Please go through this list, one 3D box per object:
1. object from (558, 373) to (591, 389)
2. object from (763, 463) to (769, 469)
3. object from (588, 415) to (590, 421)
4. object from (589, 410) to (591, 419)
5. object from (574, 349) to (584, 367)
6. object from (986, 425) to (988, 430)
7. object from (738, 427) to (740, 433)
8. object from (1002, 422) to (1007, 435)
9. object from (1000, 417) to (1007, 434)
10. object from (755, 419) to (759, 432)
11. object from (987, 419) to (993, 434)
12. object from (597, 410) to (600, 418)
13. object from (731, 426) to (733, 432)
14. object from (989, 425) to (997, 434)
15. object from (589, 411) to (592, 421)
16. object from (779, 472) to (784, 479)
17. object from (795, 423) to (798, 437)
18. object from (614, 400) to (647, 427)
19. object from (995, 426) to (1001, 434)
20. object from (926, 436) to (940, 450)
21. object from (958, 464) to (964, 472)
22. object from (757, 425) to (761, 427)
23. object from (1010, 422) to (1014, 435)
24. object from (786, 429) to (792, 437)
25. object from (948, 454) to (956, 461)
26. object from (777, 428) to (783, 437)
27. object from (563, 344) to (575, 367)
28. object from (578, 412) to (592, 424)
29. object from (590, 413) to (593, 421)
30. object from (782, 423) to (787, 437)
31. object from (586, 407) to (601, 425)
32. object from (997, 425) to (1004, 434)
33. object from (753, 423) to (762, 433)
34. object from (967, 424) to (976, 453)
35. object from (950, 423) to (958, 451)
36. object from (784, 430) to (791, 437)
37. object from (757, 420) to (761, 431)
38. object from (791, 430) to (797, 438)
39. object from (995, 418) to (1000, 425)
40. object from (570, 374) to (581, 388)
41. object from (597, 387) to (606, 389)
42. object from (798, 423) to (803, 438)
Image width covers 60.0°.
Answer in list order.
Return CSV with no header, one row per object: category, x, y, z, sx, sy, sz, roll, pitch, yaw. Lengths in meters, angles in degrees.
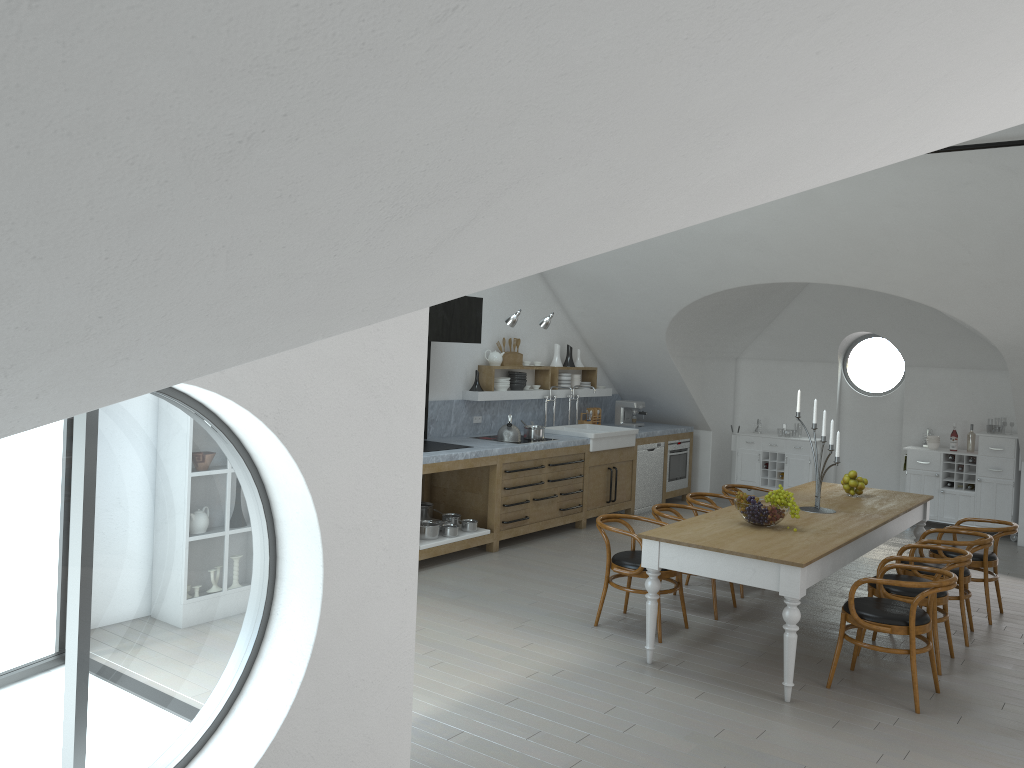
object,0.735,-0.036,10.681,0.198,0.196,0.657,4,3,36
object,3.288,1.050,11.367,0.082,0.085,0.317,4,3,37
object,0.941,0.432,10.871,0.019,0.178,0.044,3,1,1
object,0.951,0.422,10.896,0.023,0.196,0.018,3,1,31
object,0.812,-0.318,10.807,0.156,0.218,0.156,3,1,18
object,5.482,0.518,10.137,0.094,0.093,0.093,2,2,-21
object,2.956,0.676,11.613,0.029,0.268,0.088,2,1,-27
object,5.556,0.500,9.993,0.046,0.143,0.046,2,1,-42
object,5.617,0.477,10.138,0.063,0.187,0.063,3,1,23
object,3.240,0.548,11.715,0.039,0.175,0.054,3,1,36
object,5.436,0.481,10.078,0.048,0.169,0.048,2,1,-21
object,1.072,0.417,11.066,0.040,0.192,0.042,2,1,-3
object,2.912,0.673,11.645,0.088,0.268,0.029,3,1,10
object,5.420,0.515,9.998,0.082,0.105,0.082,2,1,-15
object,0.966,0.420,10.885,0.040,0.192,0.042,2,1,-17
object,3.465,1.164,11.280,0.082,0.083,0.317,4,3,36
object,3.627,0.593,11.305,0.054,0.179,0.054,3,1,14
object,1.549,0.380,11.241,0.387,0.320,0.324,4,2,36
object,5.491,0.526,10.046,0.077,0.085,0.077,4,2,44
object,4.958,0.689,10.436,0.158,0.160,0.154,2,2,-25
object,5.210,0.968,10.245,0.085,0.085,0.331,4,3,36
object,3.250,0.564,11.710,0.097,0.137,0.029,4,1,40
object,5.627,0.504,9.980,0.046,0.143,0.046,2,1,-42
object,3.557,0.632,11.341,0.094,0.093,0.093,3,2,24
object,5.130,0.851,10.298,0.093,0.094,0.359,4,3,37
object,3.415,0.622,11.287,0.081,0.105,0.082,1,2,-40
object,0.687,-0.340,10.620,0.156,0.268,0.156,3,2,41
object,0.896,0.436,10.876,0.100,0.171,0.173,3,2,38
object,0.967,0.432,10.900,0.044,0.178,0.019,3,1,21
object,3.483,0.591,11.333,0.048,0.169,0.048,3,1,24
object,1.021,0.407,11.061,0.104,0.223,0.200,3,2,36
object,5.561,0.521,10.091,0.071,0.098,0.071,4,2,45
object,3.243,0.584,11.705,0.101,0.137,0.067,3,1,36
object,5.293,0.628,10.215,0.085,0.331,0.085,2,1,-5
object,5.152,0.617,10.327,0.081,0.329,0.081,3,1,32
object,3.499,0.636,11.270,0.077,0.085,0.077,3,2,24
object,3.256,0.552,11.684,0.024,0.164,0.039,2,1,-41
object,3.580,0.634,11.253,0.071,0.098,0.071,2,2,-30
object,5.557,0.477,10.160,0.054,0.179,0.054,3,1,31
object,0.755,-0.036,10.668,0.158,0.160,0.154,2,2,-25
object,1.076,0.048,11.168,0.213,0.025,0.213,4,3,24
object,3.654,0.593,11.247,0.063,0.187,0.063,3,1,22
